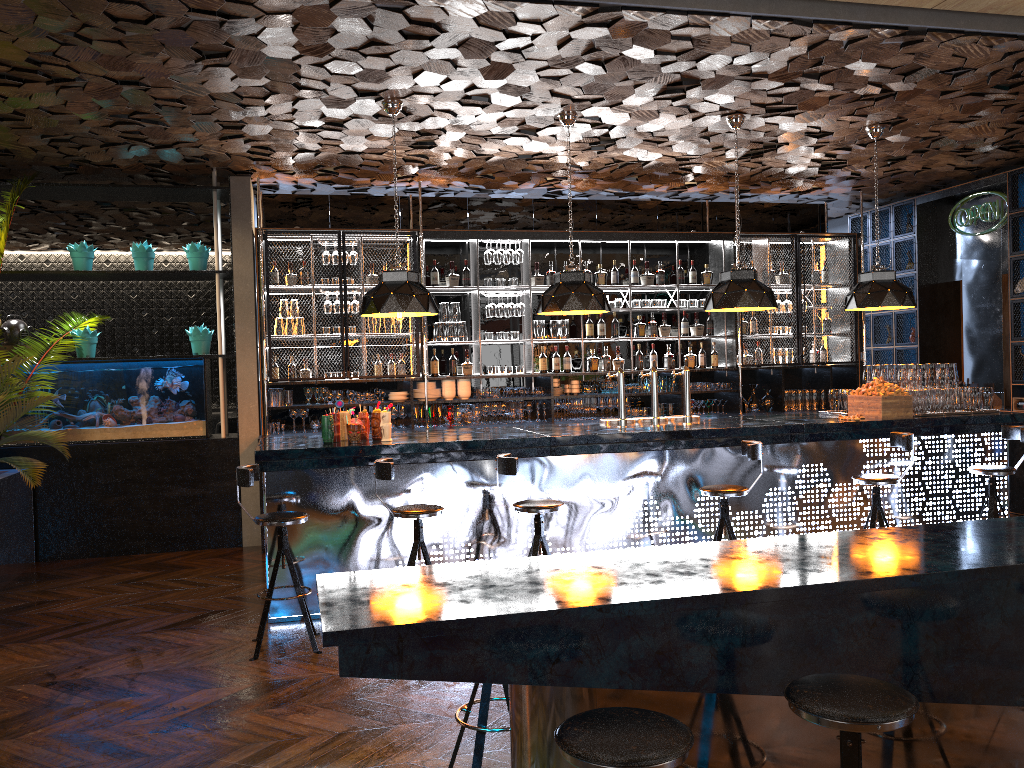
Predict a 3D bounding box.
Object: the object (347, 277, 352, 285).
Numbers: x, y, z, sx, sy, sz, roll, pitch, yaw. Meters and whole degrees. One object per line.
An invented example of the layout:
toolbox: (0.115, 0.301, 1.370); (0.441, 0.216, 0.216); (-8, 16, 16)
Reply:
object: (-1.666, -1.043, 9.038); (0.077, 0.080, 0.077); (-1, 1, 22)

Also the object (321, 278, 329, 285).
object: (-1.905, -1.036, 9.044); (0.077, 0.080, 0.077); (-2, 1, -23)

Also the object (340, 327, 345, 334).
object: (-1.753, -0.546, 9.154); (0.077, 0.080, 0.077); (-1, 2, 40)

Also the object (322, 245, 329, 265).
object: (-1.912, -1.334, 9.106); (0.081, 0.213, 0.081); (-2, 1, -8)

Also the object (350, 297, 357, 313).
object: (-1.633, -0.843, 9.181); (0.081, 0.213, 0.081); (-2, 1, -8)

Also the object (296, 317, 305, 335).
object: (-2.139, -0.582, 8.974); (0.092, 0.182, 0.092); (-2, 1, -19)

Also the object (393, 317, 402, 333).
object: (-1.185, -0.613, 9.176); (0.092, 0.182, 0.092); (-2, 1, -19)

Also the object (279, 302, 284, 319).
object: (-2.325, -0.760, 9.036); (0.092, 0.182, 0.092); (-2, 1, -19)

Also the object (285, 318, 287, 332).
object: (-2.269, -0.579, 9.051); (0.092, 0.182, 0.092); (-2, 1, -19)

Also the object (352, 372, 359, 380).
object: (-1.606, -0.084, 9.096); (0.077, 0.080, 0.077); (-2, 1, -26)

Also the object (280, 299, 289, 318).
object: (-2.296, -0.759, 8.942); (0.092, 0.182, 0.092); (-2, 1, -19)

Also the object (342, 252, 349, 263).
object: (-1.701, -1.338, 9.010); (0.081, 0.213, 0.081); (-2, 1, -8)

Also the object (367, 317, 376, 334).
object: (-1.438, -0.605, 9.111); (0.092, 0.182, 0.092); (-2, 1, -19)

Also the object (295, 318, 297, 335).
object: (-2.174, -0.583, 9.065); (0.092, 0.182, 0.092); (-2, 1, -19)

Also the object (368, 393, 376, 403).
object: (-1.413, 0.143, 8.944); (0.078, 0.099, 0.078); (-1, 2, 43)

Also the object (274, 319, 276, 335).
object: (-2.374, -0.576, 9.032); (0.092, 0.182, 0.092); (-2, 1, -19)

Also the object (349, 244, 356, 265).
object: (-1.647, -1.343, 9.171); (0.081, 0.213, 0.081); (-2, 1, -8)

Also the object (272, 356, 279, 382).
object: (-2.390, -0.148, 8.942); (0.075, 0.261, 0.075); (-1, 1, 35)

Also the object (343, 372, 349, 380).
object: (-1.709, -0.081, 9.127); (0.077, 0.080, 0.077); (-1, 2, 42)

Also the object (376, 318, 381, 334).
object: (-1.408, -0.608, 9.221); (0.092, 0.182, 0.092); (-2, 1, -19)

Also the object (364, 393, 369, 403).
object: (-1.466, 0.143, 9.024); (0.078, 0.099, 0.078); (-1, 2, 43)

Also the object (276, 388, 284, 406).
object: (-2.292, 0.132, 8.758); (0.067, 0.174, 0.067); (-1, 1, 25)

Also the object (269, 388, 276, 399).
object: (-2.435, 0.131, 9.017); (0.067, 0.174, 0.067); (-2, 1, -16)

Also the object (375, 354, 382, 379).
object: (-1.386, -0.182, 9.191); (0.075, 0.261, 0.075); (-1, 1, 35)

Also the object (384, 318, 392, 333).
object: (-1.282, -0.611, 9.174); (0.092, 0.182, 0.092); (-2, 1, -19)

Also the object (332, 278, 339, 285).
object: (-1.798, -1.039, 9.050); (0.077, 0.080, 0.077); (-1, 1, 22)

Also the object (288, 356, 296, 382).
object: (-2.221, -0.154, 8.956); (0.075, 0.260, 0.075); (-1, 1, 20)

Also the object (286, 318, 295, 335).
object: (-2.240, -0.578, 8.960); (0.092, 0.182, 0.092); (-2, 1, -19)

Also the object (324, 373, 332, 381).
object: (-1.867, -0.074, 9.012); (0.077, 0.080, 0.077); (-1, 1, 25)

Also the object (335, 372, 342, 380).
object: (-1.763, -0.078, 9.025); (0.077, 0.080, 0.077); (-2, 1, -28)

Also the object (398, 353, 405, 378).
object: (-1.152, -0.191, 9.250); (0.075, 0.260, 0.075); (-1, 1, 35)

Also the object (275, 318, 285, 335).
object: (-2.340, -0.575, 8.935); (0.092, 0.182, 0.092); (-2, 1, -19)

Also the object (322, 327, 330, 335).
object: (-1.896, -0.539, 9.057); (0.077, 0.080, 0.077); (-2, 1, -2)

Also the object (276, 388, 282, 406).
object: (-2.317, 0.132, 8.831); (0.067, 0.174, 0.067); (-1, 1, 11)

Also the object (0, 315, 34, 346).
object: (-4.680, -0.505, 8.353); (0.278, 0.292, 0.290); (-1, 1, 23)

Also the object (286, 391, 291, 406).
object: (-2.207, 0.141, 8.760); (0.051, 0.152, 0.058); (-2, 1, -9)

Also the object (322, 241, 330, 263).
object: (-1.878, -1.332, 8.966); (0.081, 0.213, 0.081); (-2, 1, -8)

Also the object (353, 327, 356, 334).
object: (-1.653, -0.549, 9.185); (0.077, 0.080, 0.077); (-2, 1, -18)

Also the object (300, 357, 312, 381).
object: (-2.090, -0.149, 8.998); (0.108, 0.244, 0.108); (-2, 1, 0)

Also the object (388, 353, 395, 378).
object: (-1.258, -0.188, 9.245); (0.075, 0.260, 0.075); (-1, 1, 35)

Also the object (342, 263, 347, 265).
object: (-1.735, -1.340, 9.149); (0.081, 0.213, 0.081); (-2, 1, -8)

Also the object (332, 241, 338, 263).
object: (-1.785, -1.335, 8.989); (0.081, 0.213, 0.081); (-2, 1, -8)

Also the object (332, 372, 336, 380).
object: (-1.837, -0.078, 9.172); (0.077, 0.080, 0.077); (-1, 1, 25)

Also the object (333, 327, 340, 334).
object: (-1.789, -0.542, 9.044); (0.077, 0.080, 0.077); (-2, 1, -36)

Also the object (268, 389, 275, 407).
object: (-2.366, 0.135, 8.728); (0.067, 0.174, 0.067); (-2, 1, -6)

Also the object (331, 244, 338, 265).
object: (-1.819, -1.337, 9.129); (0.081, 0.213, 0.081); (-2, 1, -8)

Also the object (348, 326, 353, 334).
object: (-1.655, -0.546, 9.023); (0.077, 0.080, 0.077); (-2, 1, -18)

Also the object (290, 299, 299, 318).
object: (-2.200, -0.762, 8.975); (0.092, 0.182, 0.092); (-2, 1, -19)

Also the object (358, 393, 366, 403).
object: (-1.511, 0.144, 8.927); (0.078, 0.103, 0.078); (-1, 1, 29)

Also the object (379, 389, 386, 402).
object: (-1.324, 0.122, 9.061); (0.074, 0.131, 0.074); (-2, 1, -1)

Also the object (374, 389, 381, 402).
object: (-1.396, 0.121, 9.226); (0.074, 0.131, 0.074); (-2, 1, -1)

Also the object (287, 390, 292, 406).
object: (-2.217, 0.140, 8.819); (0.058, 0.152, 0.051); (-2, 1, -10)

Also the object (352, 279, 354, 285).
object: (-1.678, -1.045, 9.200); (0.077, 0.080, 0.077); (-1, 1, 22)

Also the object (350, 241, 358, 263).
object: (-1.613, -1.341, 9.031); (0.081, 0.213, 0.081); (-2, 1, -8)
